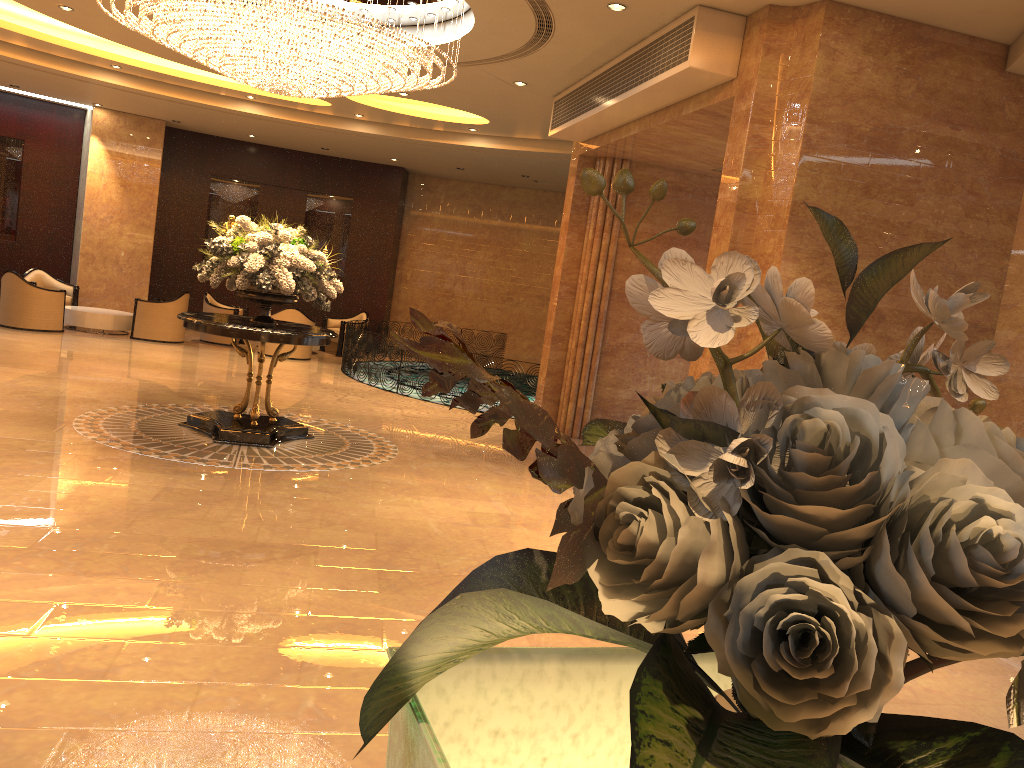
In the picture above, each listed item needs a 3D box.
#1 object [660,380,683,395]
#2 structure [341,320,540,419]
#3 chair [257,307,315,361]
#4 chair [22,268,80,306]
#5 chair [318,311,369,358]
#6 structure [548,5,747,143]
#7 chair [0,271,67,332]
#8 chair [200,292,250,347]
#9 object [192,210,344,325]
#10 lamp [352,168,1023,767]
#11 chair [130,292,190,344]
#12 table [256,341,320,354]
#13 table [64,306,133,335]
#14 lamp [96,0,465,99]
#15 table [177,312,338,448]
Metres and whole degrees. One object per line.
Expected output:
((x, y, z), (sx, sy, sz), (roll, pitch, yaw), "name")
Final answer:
((2.129, -0.041, 8.723), (1.250, 2.363, 0.843), (4, 7, -34), "object")
((-1.095, -0.389, 16.067), (3.815, 0.995, 7.624), (9, 6, 4), "structure")
((-3.993, -0.932, 15.807), (0.951, 0.916, 0.769), (6, 6, -19), "chair")
((-8.444, -1.607, 16.059), (0.769, 0.916, 0.951), (12, 7, 35), "chair")
((-3.311, -1.038, 17.784), (0.769, 0.916, 0.951), (3, 8, -39), "chair")
((1.168, -3.011, 9.066), (0.425, 0.483, 4.113), (7, 6, -14), "structure")
((-7.900, -1.365, 14.493), (0.951, 0.916, 0.769), (10, 6, 20), "chair")
((-5.415, -1.226, 16.642), (0.769, 0.916, 0.951), (8, 6, -4), "chair")
((-2.324, -1.075, 8.435), (1.277, 0.999, 1.318), (10, 6, 16), "object")
((0.166, 0.327, 0.633), (0.577, 0.925, 0.542), (7, 6, -12), "lamp")
((-6.121, -1.220, 15.588), (0.769, 0.916, 0.951), (8, 6, 1), "chair")
((-4.312, -0.832, 17.133), (1.196, 0.354, 1.196), (10, 6, 13), "table")
((-7.324, -1.123, 15.709), (1.196, 0.354, 1.196), (10, 6, 12), "table")
((-2.081, -3.299, 8.214), (3.206, 1.196, 3.204), (11, 6, 22), "lamp")
((-2.499, -0.055, 8.566), (1.493, 1.089, 1.493), (6, 6, -21), "table")
